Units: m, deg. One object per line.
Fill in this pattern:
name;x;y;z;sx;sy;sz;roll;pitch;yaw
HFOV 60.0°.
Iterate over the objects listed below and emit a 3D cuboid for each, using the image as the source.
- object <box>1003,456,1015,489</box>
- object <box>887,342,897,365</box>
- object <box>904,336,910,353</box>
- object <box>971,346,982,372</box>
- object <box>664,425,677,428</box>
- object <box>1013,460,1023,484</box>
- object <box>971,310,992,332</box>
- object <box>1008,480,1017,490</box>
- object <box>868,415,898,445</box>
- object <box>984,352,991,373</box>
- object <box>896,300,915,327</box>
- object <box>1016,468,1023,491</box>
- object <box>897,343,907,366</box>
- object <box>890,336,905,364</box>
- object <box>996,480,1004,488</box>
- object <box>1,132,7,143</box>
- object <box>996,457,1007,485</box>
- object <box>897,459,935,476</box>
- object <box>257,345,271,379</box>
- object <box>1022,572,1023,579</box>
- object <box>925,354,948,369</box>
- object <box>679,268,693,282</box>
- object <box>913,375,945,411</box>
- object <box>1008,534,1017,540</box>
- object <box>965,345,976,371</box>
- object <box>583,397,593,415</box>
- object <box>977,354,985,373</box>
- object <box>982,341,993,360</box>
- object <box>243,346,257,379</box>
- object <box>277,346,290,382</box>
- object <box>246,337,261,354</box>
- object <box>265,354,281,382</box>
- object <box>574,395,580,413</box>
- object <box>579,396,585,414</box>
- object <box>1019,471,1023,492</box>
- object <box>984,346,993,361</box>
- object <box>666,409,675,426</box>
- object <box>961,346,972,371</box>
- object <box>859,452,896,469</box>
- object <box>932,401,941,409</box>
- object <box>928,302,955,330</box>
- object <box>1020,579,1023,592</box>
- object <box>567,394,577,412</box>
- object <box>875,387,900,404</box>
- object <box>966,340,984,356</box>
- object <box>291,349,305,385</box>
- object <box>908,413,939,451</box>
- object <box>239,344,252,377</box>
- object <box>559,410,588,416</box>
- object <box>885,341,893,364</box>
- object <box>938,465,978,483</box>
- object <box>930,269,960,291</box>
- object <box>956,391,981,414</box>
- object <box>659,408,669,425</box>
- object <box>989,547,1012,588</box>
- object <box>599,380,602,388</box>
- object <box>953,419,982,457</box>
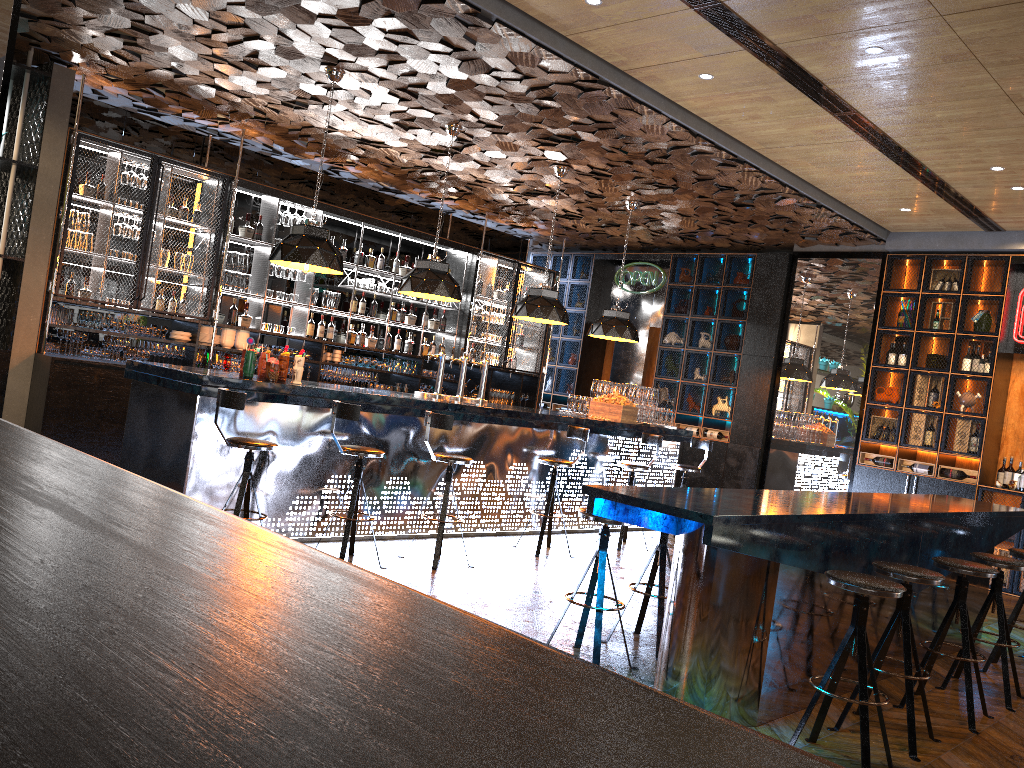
object;5.262;0.936;9.373;0.100;0.347;0.100;8;0;-3
object;4.391;-0.335;10.224;0.088;0.306;0.088;8;0;-38
object;4.611;-0.348;10.261;0.144;0.392;0.116;8;0;39
object;5.052;-0.254;9.635;0.091;0.332;0.091;8;0;-3
object;1.669;0.467;10.280;0.437;0.019;0.273;8;0;44
object;5.304;0.952;9.274;0.086;0.313;0.086;8;0;-3
object;5.074;-0.669;9.610;0.229;0.294;0.165;8;0;13
object;5.224;1.053;9.243;0.087;0.102;0.077;8;0;23
object;4.345;0.538;10.254;0.361;0.297;0.152;8;0;35
object;5.137;-0.212;9.562;0.080;0.277;0.080;8;0;-38
object;4.575;-0.785;10.232;0.222;0.390;0.224;8;0;28
object;5.315;0.996;9.210;0.179;0.237;0.086;8;0;-28
object;4.478;-0.322;10.158;0.088;0.306;0.088;8;0;-38
object;4.513;-0.362;10.391;0.116;0.392;0.144;8;0;-41
object;5.127;1.050;9.312;0.068;0.074;0.069;8;0;-26
object;-4.479;-2.093;7.560;0.245;0.325;0.265;8;0;37
object;5.240;0.951;9.467;0.100;0.347;0.100;8;0;-3
object;4.502;0.926;9.832;0.122;0.132;0.396;8;0;-42
object;-1.870;-0.166;6.711;0.080;0.254;0.091;8;0;-44
object;5.499;1.995;9.141;0.125;0.132;0.396;8;0;-38
object;4.750;-0.231;9.912;0.182;0.187;0.187;8;0;-11
object;2.439;-1.471;12.237;0.253;0.249;0.126;8;0;14
object;4.694;0.102;9.990;0.304;0.396;0.162;8;0;19
object;5.284;1.501;9.398;0.349;0.248;0.439;8;0;44
object;5.022;-0.266;9.719;0.254;0.345;0.100;8;0;-45
object;0.835;0.248;9.837;0.105;0.209;0.105;8;0;19
object;5.055;-0.205;9.543;0.065;0.237;0.065;8;0;17
object;5.210;-0.259;9.660;0.122;0.390;0.132;8;0;-38
object;-1.873;-0.158;6.342;0.086;0.237;0.084;8;0;-27
object;-1.727;-0.157;6.694;0.080;0.277;0.091;8;0;-14
object;-1.934;-0.198;6.601;0.116;0.298;0.105;8;0;-15
object;-1.751;-0.117;6.472;0.110;0.191;0.131;8;0;-34
object;0.742;0.235;10.081;0.105;0.209;0.105;8;0;-21
object;0.798;0.243;9.955;0.105;0.209;0.105;8;0;-21
object;5.273;0.945;9.092;0.091;0.332;0.091;8;0;-3
object;5.204;-0.239;9.664;0.100;0.345;0.100;8;0;-3
object;1.824;0.393;10.249;0.105;0.209;0.105;8;0;19
object;4.961;-0.257;9.660;0.086;0.313;0.086;8;0;-3
object;4.191;0.873;10.128;0.122;0.132;0.396;8;0;-44
object;4.764;0.236;9.849;0.189;0.183;0.085;8;0;39
object;4.816;-0.732;9.930;0.222;0.352;0.119;8;0;44
object;5.465;2.123;9.115;0.122;0.132;0.396;8;0;-36
object;0.669;0.224;9.993;0.105;0.209;0.105;8;0;-21
object;4.295;0.130;10.153;0.278;0.222;0.138;8;0;43
object;5.086;-0.277;9.773;0.132;0.390;0.122;8;0;37
object;-1.601;-0.132;6.645;0.081;0.264;0.099;8;0;-26
object;4.642;0.531;9.958;0.281;0.396;0.139;8;0;41
object;-1.938;-0.172;6.481;0.084;0.246;0.078;8;0;42
object;0.762;0.334;9.938;0.437;0.019;0.273;8;0;44
object;4.402;-0.339;10.319;0.086;0.313;0.086;8;0;-8
object;4.825;0.975;9.568;0.396;0.132;0.126;8;0;32
object;4.916;-1.130;9.963;0.361;0.297;0.152;8;0;42
object;4.912;0.198;9.561;0.237;0.266;0.164;8;0;15
object;1.742;0.381;10.178;0.105;0.209;0.105;8;0;19
object;5.163;1.943;9.436;0.302;0.396;0.162;8;0;24
object;1.026;0.063;10.231;0.105;0.209;0.105;8;0;-21
object;4.991;0.582;9.671;0.276;0.396;0.136;8;0;34
